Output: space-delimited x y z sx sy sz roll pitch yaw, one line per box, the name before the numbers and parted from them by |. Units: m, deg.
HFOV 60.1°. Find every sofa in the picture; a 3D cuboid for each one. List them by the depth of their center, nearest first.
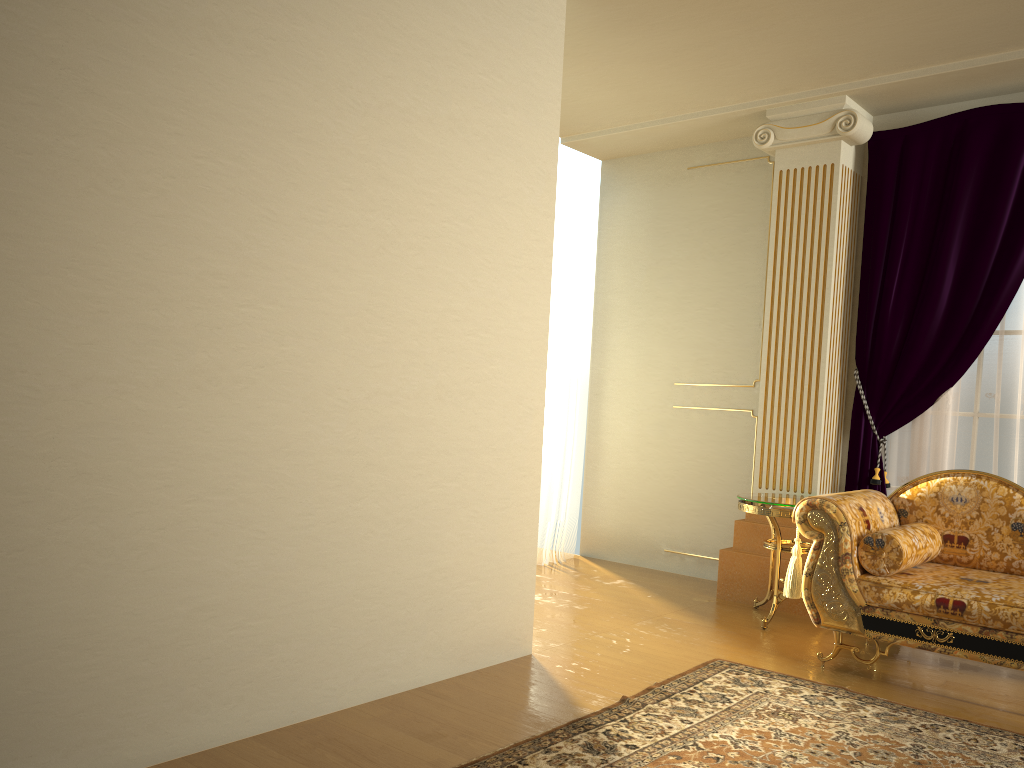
sofa | 2.097 0.811 3.466 1.889 0.873 0.694 3 1 40

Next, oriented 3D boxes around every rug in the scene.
rug | 0.700 1.140 1.981 2.112 0.017 3.081 2 -1 40

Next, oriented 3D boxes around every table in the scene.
table | 1.432 0.913 4.558 0.571 0.645 0.570 3 1 -5

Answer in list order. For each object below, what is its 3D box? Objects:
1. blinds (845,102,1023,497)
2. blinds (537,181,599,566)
blinds | 2.716 -0.033 4.197 2.229 2.660 0.339 4 3 41
blinds | -0.137 -0.087 5.284 0.163 2.513 2.167 6 3 43
